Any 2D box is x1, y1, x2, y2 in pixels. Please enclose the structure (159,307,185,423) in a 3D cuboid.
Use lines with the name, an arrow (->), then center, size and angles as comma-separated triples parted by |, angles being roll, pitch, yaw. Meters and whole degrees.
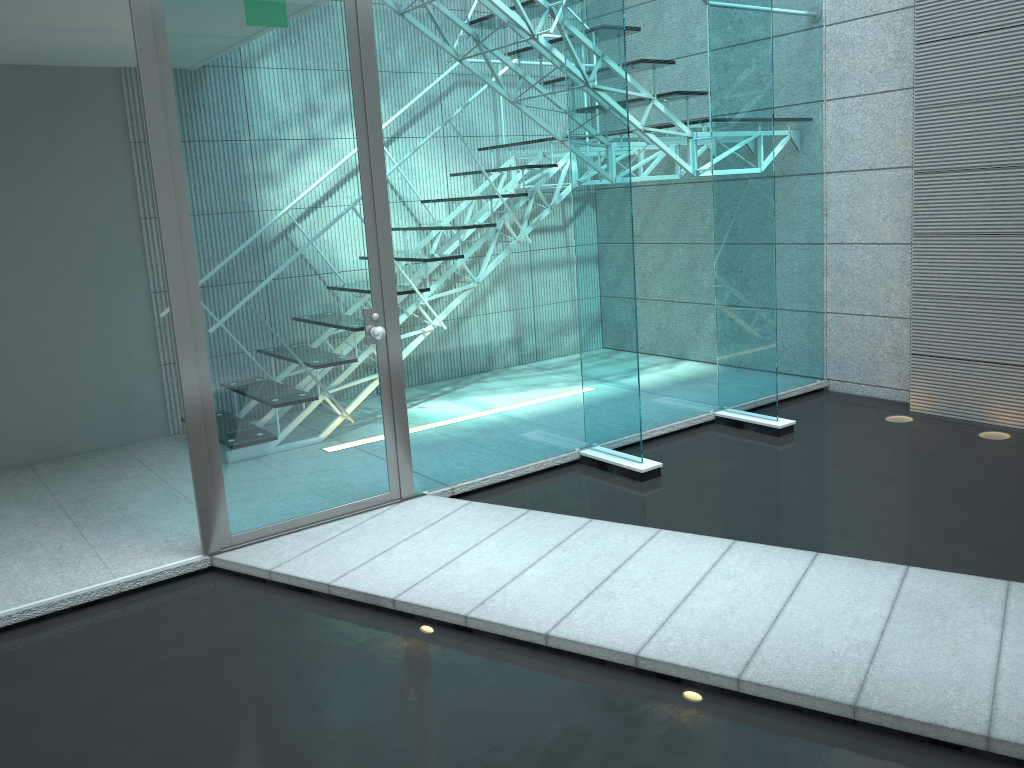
structure -> -0.209, -2.800, 4.616 | 3.306, 5.972, 1.915 | -11, 13, -35

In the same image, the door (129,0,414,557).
door -> -0.814, -0.462, 3.237 | 0.868, 2.052, 0.076 | -11, 12, -35
